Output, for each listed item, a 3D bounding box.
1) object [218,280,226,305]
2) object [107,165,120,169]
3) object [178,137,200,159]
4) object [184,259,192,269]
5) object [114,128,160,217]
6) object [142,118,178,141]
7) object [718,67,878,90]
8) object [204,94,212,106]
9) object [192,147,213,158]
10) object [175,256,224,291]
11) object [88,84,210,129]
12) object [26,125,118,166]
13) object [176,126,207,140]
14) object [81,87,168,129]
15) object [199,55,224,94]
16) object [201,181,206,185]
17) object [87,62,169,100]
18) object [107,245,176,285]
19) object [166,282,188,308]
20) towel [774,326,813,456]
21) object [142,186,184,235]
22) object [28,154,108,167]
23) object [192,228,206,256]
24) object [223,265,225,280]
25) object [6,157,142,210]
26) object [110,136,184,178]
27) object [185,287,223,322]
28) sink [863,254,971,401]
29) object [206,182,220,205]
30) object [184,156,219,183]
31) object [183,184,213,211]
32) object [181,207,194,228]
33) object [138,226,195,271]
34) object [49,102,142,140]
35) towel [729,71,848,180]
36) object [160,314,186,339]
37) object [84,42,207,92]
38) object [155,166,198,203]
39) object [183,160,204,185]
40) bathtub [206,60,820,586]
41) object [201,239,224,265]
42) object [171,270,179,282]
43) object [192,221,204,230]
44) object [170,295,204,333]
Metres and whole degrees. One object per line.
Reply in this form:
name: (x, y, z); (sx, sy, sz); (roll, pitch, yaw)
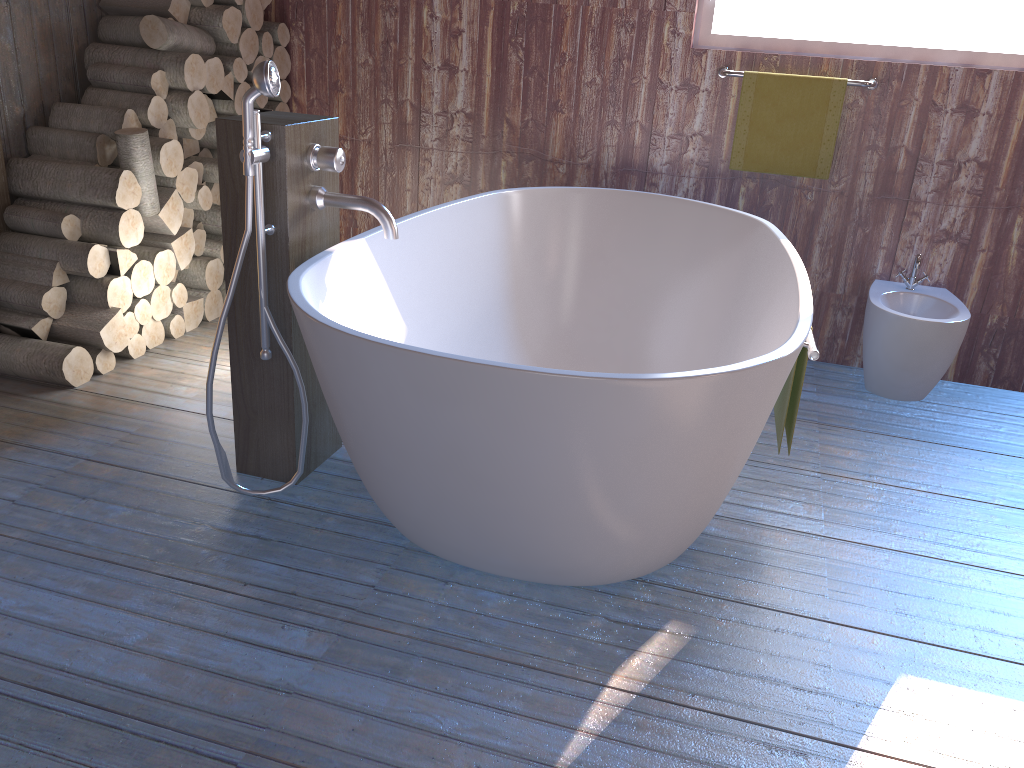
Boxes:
object: (-1.409, -0.408, 3.828); (0.455, 0.137, 0.139); (9, 23, 13)
object: (-1.563, -0.766, 3.296); (0.291, 0.124, 0.121); (10, 23, 15)
object: (-1.447, -0.995, 3.621); (0.321, 0.127, 0.104); (10, 23, 15)
object: (-1.448, -0.534, 3.559); (0.302, 0.118, 0.111); (9, 23, 14)
object: (-1.326, -0.752, 3.150); (0.109, 0.298, 0.147); (11, 23, 17)
object: (-1.429, -0.956, 3.350); (0.301, 0.113, 0.111); (9, 23, 14)
object: (1.052, -1.132, 3.284); (0.581, 0.043, 0.091); (10, 23, 15)
object: (-1.341, -1.135, 3.533); (0.280, 0.092, 0.088); (10, 23, 15)
object: (-1.422, -0.952, 3.748); (0.289, 0.118, 0.116); (9, 23, 12)
object: (-1.423, -0.478, 3.670); (0.437, 0.133, 0.137); (9, 23, 13)
object: (-1.389, -1.065, 3.386); (0.437, 0.143, 0.141); (9, 23, 13)
object: (-1.587, -0.863, 3.202); (0.302, 0.113, 0.108); (10, 23, 15)
object: (-1.364, -1.039, 3.497); (0.291, 0.123, 0.115); (10, 23, 15)
object: (-1.424, -1.016, 3.261); (0.291, 0.123, 0.115); (10, 23, 15)
object: (-1.351, -1.224, 3.455); (0.440, 0.147, 0.138); (10, 23, 15)
object: (-1.388, -0.790, 3.596); (0.279, 0.089, 0.086); (9, 23, 12)
object: (-1.418, -1.121, 3.279); (0.282, 0.112, 0.106); (10, 23, 15)
object: (-1.501, -0.466, 3.350); (0.437, 0.133, 0.137); (9, 23, 13)
object: (-1.486, -0.373, 3.453); (0.437, 0.100, 0.098); (9, 23, 13)
towel: (0.765, -0.041, 2.426); (0.032, 0.361, 0.370); (8, 22, 11)
object: (-1.495, -0.668, 3.345); (0.483, 0.174, 0.155); (9, 23, 13)
object: (-1.602, -0.772, 3.195); (0.280, 0.093, 0.099); (10, 23, 15)
object: (-1.413, -0.600, 3.626); (0.303, 0.120, 0.114); (10, 23, 15)
object: (-1.373, -0.500, 3.832); (0.423, 0.125, 0.107); (9, 23, 13)
object: (-1.537, -0.702, 3.098); (0.455, 0.137, 0.139); (9, 23, 13)
object: (-1.450, -0.863, 3.293); (0.440, 0.147, 0.138); (10, 23, 15)
object: (-1.437, -0.359, 3.699); (0.437, 0.133, 0.137); (9, 23, 13)
sink: (1.466, -0.196, 3.266); (0.335, 0.517, 0.515); (10, 23, 15)
object: (-1.359, -0.814, 3.700); (0.301, 0.113, 0.111); (9, 23, 13)
object: (-1.359, -0.888, 3.627); (0.437, 0.100, 0.098); (9, 23, 13)
object: (-1.408, -0.759, 3.510); (0.437, 0.100, 0.098); (9, 23, 13)
object: (-1.431, -0.670, 3.535); (0.303, 0.120, 0.114); (10, 23, 15)
object: (-1.488, -0.548, 3.450); (0.483, 0.150, 0.151); (9, 23, 12)
object: (-1.503, -0.946, 3.197); (0.301, 0.113, 0.114); (9, 23, 12)
towel: (1.027, -0.966, 3.316); (0.370, 0.361, 0.032); (10, 23, 14)
object: (-1.502, -0.253, 3.473); (0.437, 0.100, 0.098); (9, 23, 13)
object: (-1.383, -1.197, 3.347); (0.439, 0.145, 0.135); (10, 23, 15)
object: (-1.446, -0.796, 3.416); (0.458, 0.148, 0.139); (10, 23, 15)
object: (-1.393, -0.850, 3.538); (0.303, 0.120, 0.114); (10, 23, 15)
bathtub: (0.215, -0.269, 2.460); (1.460, 1.109, 1.935); (20, 27, 34)
object: (-1.384, -0.580, 3.722); (0.438, 0.109, 0.102); (10, 23, 15)
object: (-1.449, -0.445, 3.475); (0.280, 0.093, 0.099); (10, 23, 15)
object: (-1.368, -0.655, 3.693); (0.156, 0.061, 0.057); (9, 23, 14)
object: (-1.497, -0.311, 3.584); (0.482, 0.129, 0.143); (9, 23, 13)
